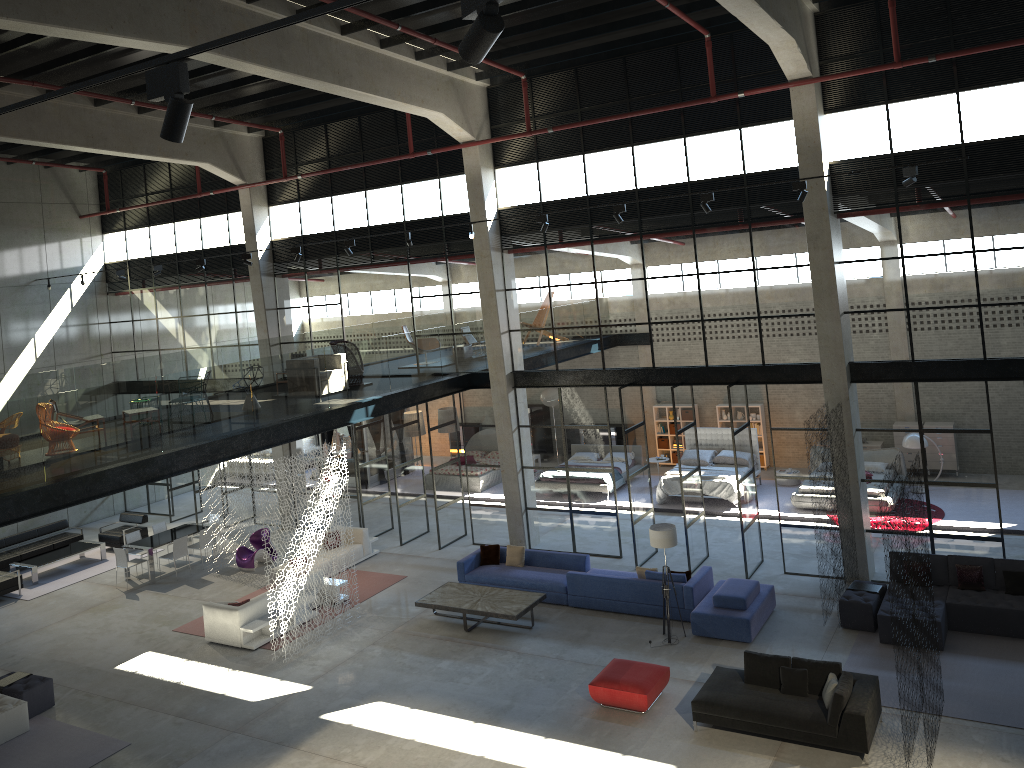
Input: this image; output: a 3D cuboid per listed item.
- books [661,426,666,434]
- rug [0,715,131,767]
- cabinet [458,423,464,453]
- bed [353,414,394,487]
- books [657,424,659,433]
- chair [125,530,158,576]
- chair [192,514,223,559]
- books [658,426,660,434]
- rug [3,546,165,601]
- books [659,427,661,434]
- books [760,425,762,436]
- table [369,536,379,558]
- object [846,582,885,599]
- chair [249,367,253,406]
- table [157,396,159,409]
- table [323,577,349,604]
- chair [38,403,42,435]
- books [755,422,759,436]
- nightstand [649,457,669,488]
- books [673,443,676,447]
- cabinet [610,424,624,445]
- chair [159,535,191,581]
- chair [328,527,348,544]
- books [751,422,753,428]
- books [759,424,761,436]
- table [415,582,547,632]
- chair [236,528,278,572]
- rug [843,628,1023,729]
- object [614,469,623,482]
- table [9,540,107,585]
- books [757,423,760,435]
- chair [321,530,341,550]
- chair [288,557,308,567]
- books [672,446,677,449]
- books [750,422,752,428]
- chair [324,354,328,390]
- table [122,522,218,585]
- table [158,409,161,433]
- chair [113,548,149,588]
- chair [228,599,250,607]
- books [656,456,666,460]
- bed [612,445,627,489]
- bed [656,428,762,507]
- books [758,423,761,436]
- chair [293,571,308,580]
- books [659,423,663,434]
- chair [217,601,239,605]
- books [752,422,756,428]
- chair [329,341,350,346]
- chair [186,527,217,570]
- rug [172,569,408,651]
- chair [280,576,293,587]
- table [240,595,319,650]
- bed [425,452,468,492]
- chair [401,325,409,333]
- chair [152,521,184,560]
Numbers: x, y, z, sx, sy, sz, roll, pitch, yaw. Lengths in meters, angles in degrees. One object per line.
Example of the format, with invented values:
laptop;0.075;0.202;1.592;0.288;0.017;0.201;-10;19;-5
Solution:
books;4.364;1.322;25.330;0.074;0.204;0.160;-5;2;31
rug;-7.284;5.251;11.176;2.634;0.020;3.668;-1;8;31
cabinet;-1.502;1.895;28.799;1.035;1.162;0.453;-4;1;31
bed;-4.569;1.860;26.984;2.236;2.081;2.334;-3;4;31
books;4.238;1.297;25.395;0.019;0.261;0.176;-6;1;31
chair;-8.399;3.816;19.881;0.542;0.872;0.423;-5;1;31
chair;-7.209;3.592;20.768;0.418;0.872;0.549;-5;1;31
books;4.284;1.319;25.368;0.030;0.216;0.177;-6;2;31
rug;-10.399;4.345;20.641;2.398;0.025;3.427;-1;8;31
books;4.299;1.297;25.358;0.033;0.262;0.176;-6;1;31
books;6.808;1.233;23.864;0.020;0.288;0.255;-6;2;31
table;-3.425;3.630;19.652;0.896;0.370;0.303;-2;4;31
object;5.618;3.277;13.954;0.515;0.099;0.303;0;8;36
chair;-5.036;0.079;16.771;0.565;0.802;0.606;-5;2;-2
table;-6.519;0.506;15.634;0.392;0.517;0.414;-5;2;6
table;-3.724;3.990;17.028;1.195;0.370;0.303;-1;4;31
chair;-6.916;0.658;13.379;0.569;0.797;0.591;-5;2;-3
books;6.705;1.216;23.922;0.036;0.333;0.255;-6;1;31
nightstand;3.805;2.305;22.741;0.601;0.701;0.604;-5;2;3
books;4.774;1.741;25.122;0.281;0.055;0.232;-1;8;31
cabinet;2.687;1.810;26.367;2.071;1.161;0.453;-2;2;31
chair;-7.420;3.799;19.296;0.542;0.872;0.423;-5;1;31
chair;-3.823;3.365;19.264;0.383;0.338;0.253;-7;2;-25
books;6.622;1.213;23.993;0.064;0.335;0.255;-6;1;31
books;6.766;1.243;23.877;0.022;0.275;0.255;-6;2;31
table;-0.534;3.906;15.207;2.054;0.399;1.037;-1;7;31
chair;-5.681;3.669;19.506;0.652;0.749;0.804;-4;4;31
rug;6.419;3.895;11.742;3.611;0.020;2.676;-1;8;31
object;1.776;2.385;22.851;2.101;0.247;0.726;-1;8;31
table;-10.617;4.168;20.574;0.896;0.407;1.821;-2;8;31
books;6.738;1.236;23.924;0.020;0.281;0.255;-6;2;31
chair;-3.907;3.397;19.077;0.413;0.336;0.255;-7;3;-26
chair;-4.405;3.645;18.077;0.416;0.108;0.407;-7;7;-13
books;4.780;1.797;25.121;0.307;0.055;0.232;-1;8;31
books;6.578;1.216;23.998;0.058;0.335;0.255;-6;1;31
chair;-3.848;-0.124;17.367;0.800;0.833;0.992;-4;4;31
table;-7.726;3.808;19.888;0.896;0.757;1.821;-3;6;31
table;-6.286;0.639;14.876;0.475;0.395;0.630;-8;5;-34
chair;-8.253;3.913;19.011;0.418;0.872;0.549;-5;1;31
chair;-4.772;3.948;15.433;0.403;0.336;0.282;-6;2;-14
books;3.869;1.923;22.777;0.228;0.042;0.303;-5;7;5
bed;2.077;2.299;23.378;2.245;0.869;2.421;-2;7;31
bed;4.821;2.010;21.545;2.208;1.418;2.340;-3;6;30
books;6.749;1.235;23.896;0.027;0.288;0.255;-6;2;31
chair;-4.054;3.732;16.544;0.267;0.322;0.400;-4;4;33
books;4.315;1.285;25.342;0.048;0.287;0.186;-6;1;31
chair;-4.991;3.958;15.591;0.390;0.272;0.320;-5;4;6
books;6.640;1.211;23.961;0.055;0.342;0.254;-6;1;31
chair;-3.614;-0.458;19.213;0.687;0.988;0.830;-5;2;1
chair;-7.063;3.689;19.897;0.542;0.872;0.423;-5;1;31
rug;-4.180;4.225;16.979;2.634;0.020;3.668;-1;8;31
chair;-4.239;3.780;16.303;0.268;0.318;0.396;-5;4;18
table;-4.088;4.213;15.538;0.299;0.368;1.586;-4;6;31
bed;-1.126;2.150;25.303;2.020;1.280;2.365;-2;6;31
chair;-2.277;-1.050;22.740;0.982;1.029;0.788;-7;3;-31
chair;-8.041;3.707;20.483;0.542;0.872;0.423;-5;1;31
